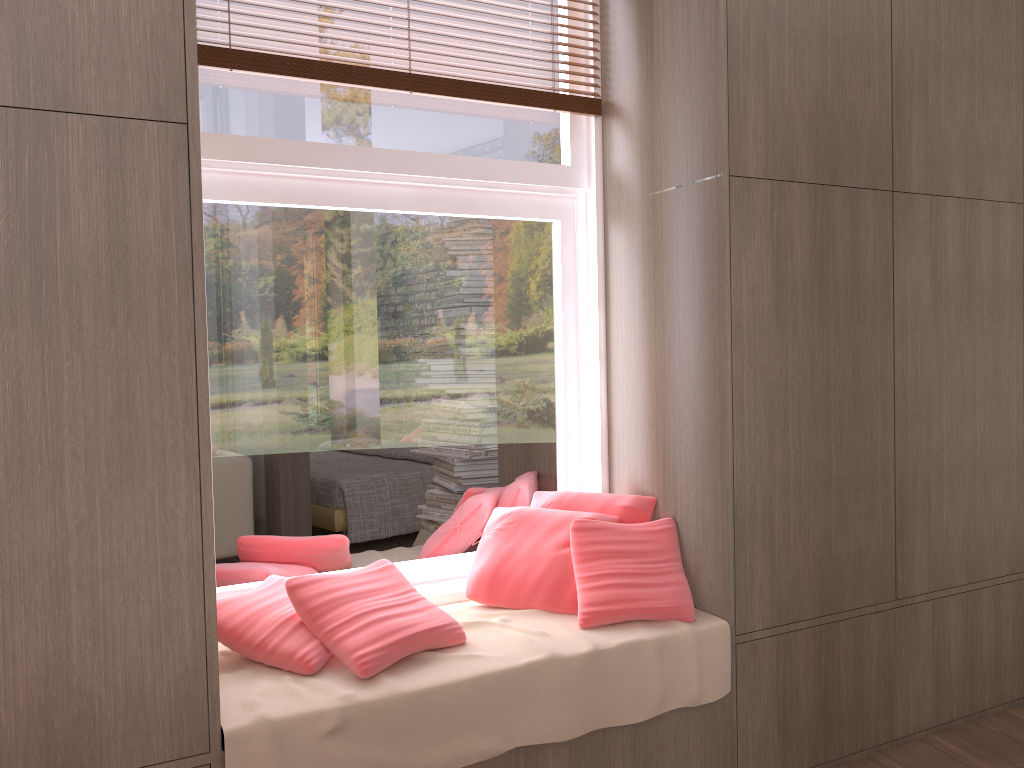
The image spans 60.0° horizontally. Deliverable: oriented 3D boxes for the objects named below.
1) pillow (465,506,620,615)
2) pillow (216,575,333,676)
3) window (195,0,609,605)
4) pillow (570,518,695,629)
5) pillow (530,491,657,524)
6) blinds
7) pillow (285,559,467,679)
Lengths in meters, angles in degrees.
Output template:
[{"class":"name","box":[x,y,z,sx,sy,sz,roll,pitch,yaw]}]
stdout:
[{"class":"pillow","box":[0.079,0.539,2.758,0.485,0.279,0.270,-1,2,21]},{"class":"pillow","box":[-0.596,0.638,2.385,0.373,0.150,0.397,-1,2,19]},{"class":"window","box":[-0.343,-0.423,2.776,1.407,2.229,0.160,-2,2,-28]},{"class":"pillow","box":[0.346,0.549,2.616,0.357,0.278,0.264,-2,2,-7]},{"class":"pillow","box":[0.224,0.524,2.860,0.484,0.334,0.193,0,2,25]},{"class":"blinds","box":[-0.317,-1.450,2.653,1.373,1.138,0.042,-2,2,-28]},{"class":"pillow","box":[-0.364,0.607,2.360,0.354,0.200,0.403,0,3,39]}]
